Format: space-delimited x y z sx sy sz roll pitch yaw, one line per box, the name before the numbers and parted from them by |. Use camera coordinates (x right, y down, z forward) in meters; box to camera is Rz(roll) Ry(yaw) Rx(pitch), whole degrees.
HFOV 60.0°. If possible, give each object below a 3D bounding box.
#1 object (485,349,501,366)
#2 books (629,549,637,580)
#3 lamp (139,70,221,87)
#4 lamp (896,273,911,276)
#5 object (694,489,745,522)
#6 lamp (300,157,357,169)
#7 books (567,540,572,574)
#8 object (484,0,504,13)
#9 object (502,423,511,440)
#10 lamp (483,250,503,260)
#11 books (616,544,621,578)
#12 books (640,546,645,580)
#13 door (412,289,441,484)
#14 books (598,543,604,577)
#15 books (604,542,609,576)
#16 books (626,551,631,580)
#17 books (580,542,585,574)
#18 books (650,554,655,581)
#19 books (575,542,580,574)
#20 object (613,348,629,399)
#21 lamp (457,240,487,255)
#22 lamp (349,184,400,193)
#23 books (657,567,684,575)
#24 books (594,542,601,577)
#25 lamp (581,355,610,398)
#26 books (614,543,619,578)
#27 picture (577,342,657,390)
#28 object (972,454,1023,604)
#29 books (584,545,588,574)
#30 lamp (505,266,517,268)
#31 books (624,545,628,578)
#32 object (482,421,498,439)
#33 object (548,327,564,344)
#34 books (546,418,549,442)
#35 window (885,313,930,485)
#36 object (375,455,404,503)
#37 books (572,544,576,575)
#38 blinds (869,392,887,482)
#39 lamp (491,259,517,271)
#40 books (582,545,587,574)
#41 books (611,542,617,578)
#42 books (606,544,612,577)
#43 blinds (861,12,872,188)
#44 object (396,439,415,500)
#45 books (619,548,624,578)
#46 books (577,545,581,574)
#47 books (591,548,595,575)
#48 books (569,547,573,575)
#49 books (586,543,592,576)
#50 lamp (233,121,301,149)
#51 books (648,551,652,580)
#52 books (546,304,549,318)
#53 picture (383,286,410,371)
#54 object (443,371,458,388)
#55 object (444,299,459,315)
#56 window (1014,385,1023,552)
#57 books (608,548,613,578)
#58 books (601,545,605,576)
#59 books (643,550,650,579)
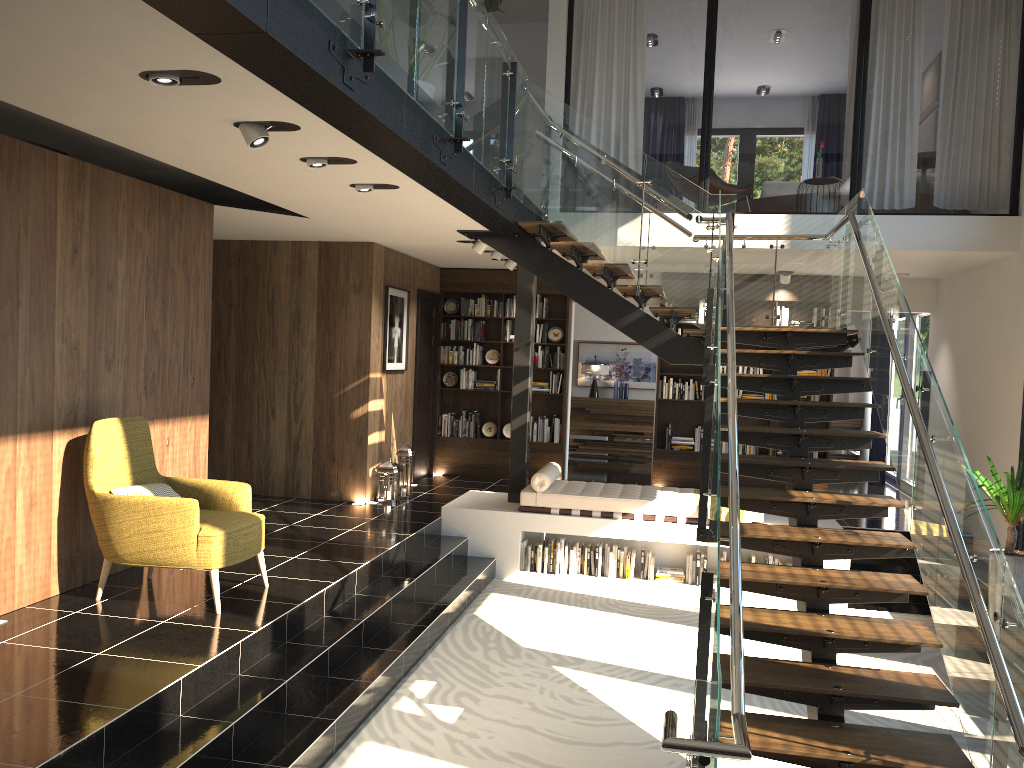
object | -0.250 -0.346 11.510 0.212 0.222 0.082 3 3 11
books | 1.152 1.718 8.450 0.050 0.258 0.215 3 2 11
lamp | -1.383 -1.335 3.701 0.346 0.158 0.195 3 2 11
lamp | 4.449 -1.306 10.146 0.195 0.158 0.346 3 2 11
object | 2.012 1.325 8.681 0.466 0.510 1.166 3 2 11
lamp | -1.078 -1.362 5.221 0.346 0.177 0.195 3 2 11
books | 0.555 1.663 8.534 0.021 0.313 0.139 3 3 11
object | -0.648 -2.416 6.040 1.464 1.555 1.259 2 2 0
object | -0.023 0.612 11.475 0.212 0.222 0.082 3 3 11
lamp | -0.223 -1.437 9.480 0.346 0.231 0.195 3 2 11
books | 1.023 1.694 8.485 0.023 0.293 0.157 3 2 11
books | 1.248 1.708 8.464 0.030 0.284 0.176 3 2 11
door | -1.107 0.026 11.076 0.104 2.349 0.930 3 3 11
books | 0.853 1.686 8.518 0.025 0.293 0.205 3 2 11
books | 0.908 1.681 8.523 0.023 0.308 0.126 3 3 11
books | 1.112 1.729 8.450 0.028 0.233 0.205 3 2 11
books | 0.685 1.681 8.588 0.025 0.285 0.137 3 3 11
books | 1.338 1.746 8.438 0.030 0.218 0.186 3 2 11
books | 0.630 1.674 8.554 0.020 0.296 0.102 3 3 11
object | 1.819 -0.169 14.696 0.272 0.860 0.270 4 3 26
lamp | -0.375 -1.403 8.723 0.346 0.263 0.195 3 2 11
lamp | -0.926 -1.380 5.982 0.346 0.177 0.195 3 2 11
books | 1.502 1.775 8.424 0.249 0.026 0.148 3 2 9
books | 0.822 1.682 8.510 0.033 0.300 0.195 3 2 11
lamp | 1.372 -0.123 14.678 0.470 0.726 0.469 2 2 4
books | 1.001 1.687 8.485 0.020 0.306 0.172 3 2 11
picture | 2.844 -0.253 14.636 3.543 0.749 0.035 3 3 11
object | 3.675 1.223 6.580 0.876 1.339 0.829 2 2 0
books | 0.722 1.696 8.549 0.019 0.261 0.182 3 2 11
lamp | 0.084 -1.500 11.002 0.346 0.177 0.195 3 2 11
books | 1.090 1.696 8.498 0.036 0.294 0.128 3 3 11
object | -0.292 0.599 11.533 0.212 0.222 0.082 3 3 11
object | 0.558 -0.624 11.320 0.212 0.222 0.082 3 3 11
books | 0.458 0.594 11.407 0.011 0.300 0.153 3 3 11
window | 5.445 0.190 12.237 0.184 2.477 2.980 3 2 11
object | -1.301 0.998 9.391 0.262 0.484 0.262 3 2 11
books | 0.605 1.686 8.536 0.021 0.271 0.148 3 2 11
blinds | 5.450 0.072 13.150 0.161 2.772 1.079 3 3 10
lamp | -0.071 -1.439 10.241 0.346 0.263 0.195 3 2 11
books | 0.705 1.695 8.570 0.023 0.260 0.133 3 3 11
books | 0.980 1.686 8.494 0.026 0.305 0.187 3 2 11
books | 0.930 1.692 8.511 0.025 0.287 0.169 3 2 11
blinds | 3.501 -2.996 8.312 0.669 2.700 0.134 3 3 12
object | -1.155 0.918 9.594 0.182 0.643 0.182 3 3 11
books | 1.053 1.715 8.495 0.034 0.252 0.151 3 2 11
books | 0.659 1.699 8.596 0.026 0.247 0.149 3 2 11
books | 0.784 1.712 8.542 0.050 0.234 0.149 3 2 11
books | 0.577 1.700 8.528 0.029 0.240 0.165 3 2 11
books | 0.744 1.686 8.536 0.028 0.283 0.172 3 2 11
lamp | -1.232 -1.309 4.463 0.346 0.247 0.195 3 2 11
books | 1.314 1.725 8.442 0.020 0.258 0.154 3 2 11
books | 0.453 -0.933 11.390 0.022 0.195 0.135 3 2 11
picture | -1.274 -0.602 9.838 0.028 0.912 0.748 3 2 11
object | -0.809 -0.055 11.633 0.212 0.222 0.082 3 3 11
object | -0.789 -1.001 11.569 0.212 0.222 0.082 3 3 11
window | 4.397 0.319 6.871 0.358 2.477 1.392 3 2 11
books | 0.950 1.714 8.484 0.027 0.246 0.193 3 2 11
books | 0.883 1.698 8.530 0.029 0.271 0.128 3 3 11
books | 1.287 1.726 8.474 0.045 0.252 0.142 3 2 11
